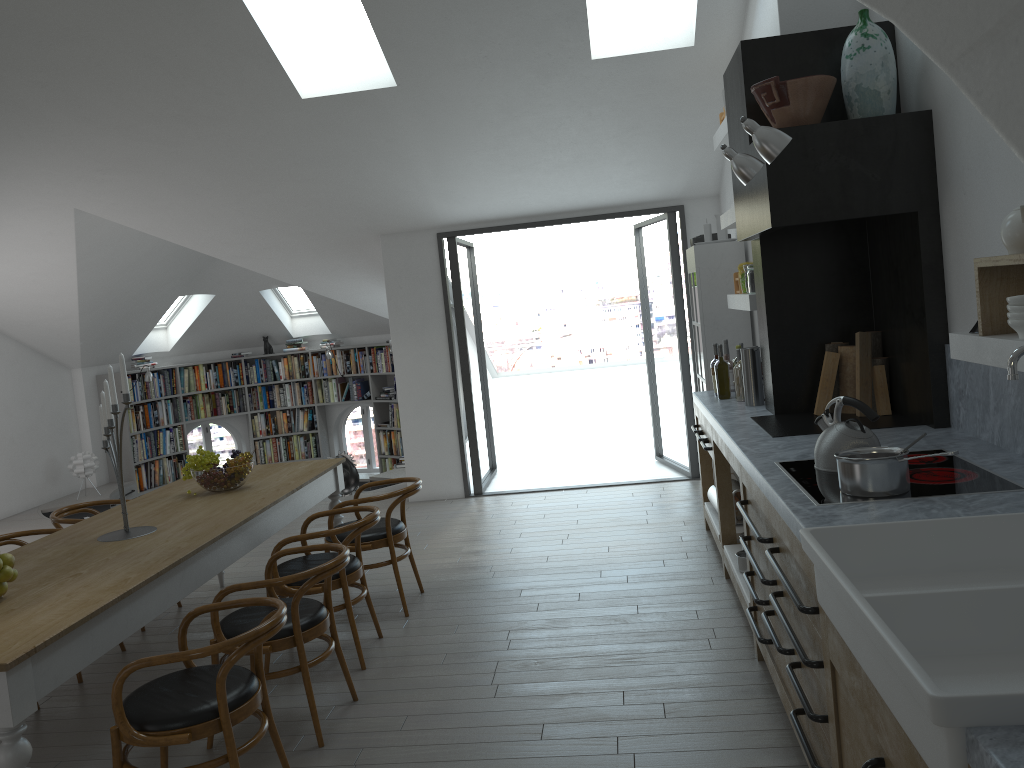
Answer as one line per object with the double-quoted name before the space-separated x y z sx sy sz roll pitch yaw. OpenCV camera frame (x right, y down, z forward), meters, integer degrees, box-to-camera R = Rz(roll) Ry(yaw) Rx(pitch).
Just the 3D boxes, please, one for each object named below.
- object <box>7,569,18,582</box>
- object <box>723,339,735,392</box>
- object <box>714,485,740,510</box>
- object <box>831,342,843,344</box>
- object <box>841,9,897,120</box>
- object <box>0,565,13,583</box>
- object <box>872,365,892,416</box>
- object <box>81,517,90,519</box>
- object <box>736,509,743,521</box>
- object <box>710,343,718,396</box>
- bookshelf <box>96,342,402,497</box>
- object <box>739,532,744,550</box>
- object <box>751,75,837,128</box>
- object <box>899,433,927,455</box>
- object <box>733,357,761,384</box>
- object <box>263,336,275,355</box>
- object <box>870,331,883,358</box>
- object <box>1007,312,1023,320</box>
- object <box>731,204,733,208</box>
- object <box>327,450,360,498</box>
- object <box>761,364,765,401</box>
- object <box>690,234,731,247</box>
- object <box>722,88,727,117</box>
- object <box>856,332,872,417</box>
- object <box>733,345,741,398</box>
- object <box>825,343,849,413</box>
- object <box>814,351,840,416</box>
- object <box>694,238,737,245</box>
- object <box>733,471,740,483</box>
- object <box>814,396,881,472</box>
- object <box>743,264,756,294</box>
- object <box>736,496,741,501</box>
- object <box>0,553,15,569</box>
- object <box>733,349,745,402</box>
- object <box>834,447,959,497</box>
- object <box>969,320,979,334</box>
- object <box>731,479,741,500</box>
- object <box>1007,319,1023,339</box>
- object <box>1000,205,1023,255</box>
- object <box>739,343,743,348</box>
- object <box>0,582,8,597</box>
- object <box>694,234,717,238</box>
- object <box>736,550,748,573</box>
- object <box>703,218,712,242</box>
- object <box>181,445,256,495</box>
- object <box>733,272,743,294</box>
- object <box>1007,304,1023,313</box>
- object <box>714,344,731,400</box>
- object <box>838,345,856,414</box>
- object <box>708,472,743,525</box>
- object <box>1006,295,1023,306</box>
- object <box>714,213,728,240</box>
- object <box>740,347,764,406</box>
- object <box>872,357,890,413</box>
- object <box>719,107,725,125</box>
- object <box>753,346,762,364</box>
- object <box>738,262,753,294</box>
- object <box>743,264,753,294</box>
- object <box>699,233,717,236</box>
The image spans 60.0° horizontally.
"object" -1.908 0.725 3.362 0.059 0.056 0.059 -6 4 2
"object" 1.462 -0.124 6.009 0.085 0.359 0.089 -4 4 28
"object" 1.371 0.710 5.655 0.092 0.093 0.438 -6 5 4
"object" 1.720 -0.043 4.673 0.074 0.358 0.057 -5 4 21
"object" 1.601 -1.426 3.988 0.231 0.502 0.230 -9 5 -42
"object" -1.882 0.704 3.282 0.062 0.059 0.062 -5 4 11
"object" 1.834 0.034 4.407 0.057 0.251 0.114 -5 4 10
"object" -4.565 1.488 9.588 0.218 0.082 0.473 -9 6 -30
"object" 1.415 0.786 5.650 0.067 0.067 0.423 -6 5 4
"object" 1.358 -0.090 5.843 0.093 0.358 0.092 -3 5 41
"bookshelf" -2.857 0.522 11.924 4.331 1.877 2.113 -5 4 7
"object" 1.410 0.848 4.740 0.378 0.163 0.223 -6 4 -4
"object" 1.293 -1.265 4.051 0.366 0.236 0.349 -4 5 24
"object" 1.253 0.252 2.935 0.236 0.166 0.051 -6 3 2
"object" 1.527 -0.073 5.731 0.183 0.286 0.185 -4 4 31
"object" -3.477 -0.555 12.653 0.147 0.264 0.202 -6 4 4
"object" 1.864 -0.042 4.573 0.110 0.457 0.089 -5 3 7
"object" 1.650 -0.199 2.766 0.181 0.065 0.181 -1 7 44
"object" 1.502 -1.176 5.940 0.057 0.061 0.058 -5 4 6
"object" -1.747 0.965 9.191 0.320 0.561 0.321 -7 4 -20
"object" 1.497 -0.058 5.383 0.081 0.329 0.081 -4 4 34
"object" 1.530 -1.074 6.824 0.298 0.119 0.299 -5 5 7
"object" 1.324 -1.713 5.424 0.063 0.186 0.063 -8 4 -25
"object" 1.750 -0.048 4.432 0.078 0.426 0.148 -3 5 42
"object" 1.440 -0.074 5.583 0.092 0.338 0.092 -4 4 25
"object" 1.701 -0.030 4.618 0.131 0.366 0.068 -5 4 21
"object" 1.622 0.000 4.572 0.148 0.335 0.081 -6 3 -3
"object" 1.499 -1.039 6.517 0.294 0.025 0.151 -3 6 31
"object" 1.503 0.618 5.699 0.104 0.102 0.292 -6 5 4
"object" 1.256 0.177 3.333 0.246 0.267 0.247 -5 4 17
"object" 1.465 -0.627 5.232 0.207 0.177 0.103 -4 4 29
"object" 1.489 0.769 5.641 0.093 0.083 0.480 -6 5 4
"object" -1.906 0.672 3.335 0.066 0.071 0.072 -8 5 -24
"object" 1.405 -0.053 5.444 0.085 0.330 0.085 -5 4 15
"object" 1.214 0.289 2.861 0.232 0.170 0.395 -7 5 -13
"object" 1.708 -0.297 3.159 0.156 0.218 0.156 -7 4 -12
"object" 1.448 0.684 5.673 0.101 0.086 0.363 -6 5 4
"object" 1.652 -0.176 2.767 0.181 0.063 0.181 -3 6 29
"object" 1.659 -0.506 2.850 0.174 0.168 0.168 -7 4 -9
"object" 1.544 -0.109 5.922 0.085 0.330 0.085 -5 4 15
"object" -1.917 0.757 3.290 0.080 0.074 0.078 -9 5 -38
"object" 1.529 -1.083 6.824 0.238 0.119 0.238 -5 5 7
"object" 1.281 0.899 4.547 0.261 0.113 0.154 -6 4 -4
"object" 1.443 -1.126 6.540 0.054 0.196 0.054 -4 4 32
"object" -1.694 0.481 5.139 0.394 0.284 0.292 -8 5 -29
"object" 1.555 -0.678 5.902 0.120 0.146 0.238 -5 5 7
"object" 1.647 -0.222 2.762 0.181 0.069 0.181 -4 5 24
"object" 1.339 -0.074 5.646 0.092 0.358 0.092 -9 4 -39
"object" 1.737 -0.014 4.541 0.130 0.366 0.072 -4 4 25
"object" 1.493 0.720 5.626 0.429 0.231 0.528 -6 5 4
"object" 1.644 -0.250 2.759 0.181 0.076 0.181 -1 7 44
"object" 1.533 -1.138 6.483 0.072 0.211 0.071 -4 4 30
"object" 1.418 -0.045 5.234 0.114 0.339 0.165 -5 4 10
"object" 1.861 0.014 4.484 0.110 0.295 0.105 -7 4 -18
"object" 1.445 -1.743 5.839 0.120 0.146 0.238 -5 5 7
"object" 1.523 -0.071 5.487 0.085 0.330 0.085 -5 4 15
"object" 1.506 -0.677 5.643 0.128 0.199 0.164 -6 4 2
"object" 1.487 -0.651 5.445 0.120 0.182 0.120 -4 4 22
"object" 1.528 -1.092 6.823 0.170 0.119 0.170 -5 5 7
